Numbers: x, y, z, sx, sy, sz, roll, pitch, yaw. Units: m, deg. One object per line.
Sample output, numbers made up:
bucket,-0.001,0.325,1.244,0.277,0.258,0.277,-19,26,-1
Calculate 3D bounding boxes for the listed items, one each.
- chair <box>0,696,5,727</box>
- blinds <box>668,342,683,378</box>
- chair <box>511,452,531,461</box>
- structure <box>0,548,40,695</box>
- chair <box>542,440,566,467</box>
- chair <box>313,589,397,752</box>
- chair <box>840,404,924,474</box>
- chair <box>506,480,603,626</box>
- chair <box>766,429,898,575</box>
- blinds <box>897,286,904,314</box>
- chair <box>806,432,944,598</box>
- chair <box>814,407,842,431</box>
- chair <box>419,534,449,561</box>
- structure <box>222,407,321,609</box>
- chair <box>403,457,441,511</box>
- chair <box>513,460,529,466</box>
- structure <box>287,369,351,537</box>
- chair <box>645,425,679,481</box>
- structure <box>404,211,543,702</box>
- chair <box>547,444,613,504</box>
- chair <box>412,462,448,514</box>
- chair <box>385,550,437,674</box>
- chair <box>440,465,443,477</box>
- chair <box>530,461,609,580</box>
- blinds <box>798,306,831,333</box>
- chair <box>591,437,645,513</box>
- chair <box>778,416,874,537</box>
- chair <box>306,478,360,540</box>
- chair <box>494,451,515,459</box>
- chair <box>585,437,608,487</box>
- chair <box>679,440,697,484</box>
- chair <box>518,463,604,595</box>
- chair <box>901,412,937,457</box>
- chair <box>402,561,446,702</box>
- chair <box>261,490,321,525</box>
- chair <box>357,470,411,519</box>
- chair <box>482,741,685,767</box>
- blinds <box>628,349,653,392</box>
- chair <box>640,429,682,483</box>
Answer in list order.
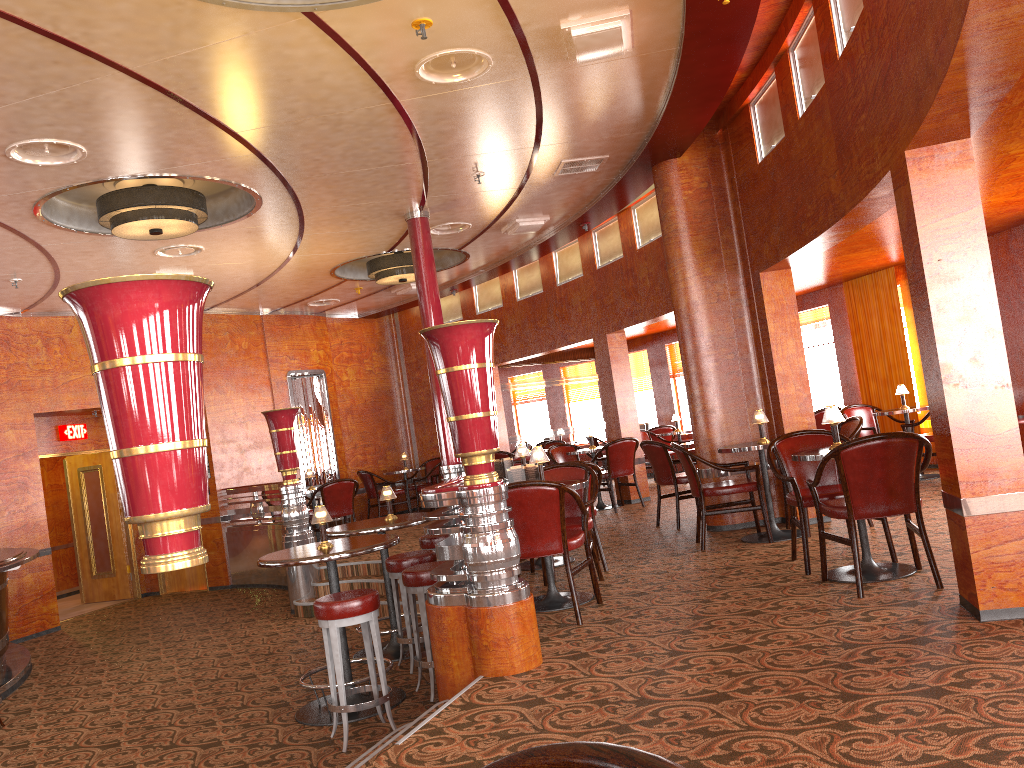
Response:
chair,-3.582,1.956,5.847,0.350,0.755,0.350,-7,-2,-28
blinds,2.712,-0.401,13.605,0.057,0.539,0.804,-7,-3,-33
chair,-0.014,1.206,10.090,0.587,0.816,0.616,-6,-3,-44
structure,-5.519,2.064,5.279,3.209,1.047,7.809,-9,-3,21
chair,0.547,1.288,13.432,0.588,0.816,0.615,-10,-3,41
chair,-0.832,1.498,4.712,0.350,0.755,0.350,-8,-2,-20
chair,3.896,0.603,9.460,0.587,0.816,0.616,-8,-2,-19
chair,0.159,0.934,5.047,0.588,0.816,0.615,-9,-2,11
chair,1.947,0.695,5.525,0.588,0.816,0.615,-8,-2,1
blinds,4.246,-0.907,10.210,0.057,0.312,0.804,-8,-3,-17
chair,1.923,0.658,4.687,0.588,0.816,0.615,-9,-2,6
chair,3.630,0.693,10.499,0.587,0.816,0.616,-8,-2,-19
chair,-0.519,1.568,7.071,0.350,0.755,0.350,-10,-3,37
structure,-2.742,1.404,10.171,0.623,2.023,3.173,-7,-3,-29
chair,-1.250,1.558,13.577,0.588,0.816,0.615,-10,-3,31
chair,0.087,1.072,7.652,0.587,0.816,0.616,-8,-2,-9
structure,-2.760,0.957,12.661,0.557,2.353,0.811,-10,-3,42
chair,2.242,1.046,13.562,0.587,0.816,0.616,-8,-2,-12
structure,-0.451,0.074,6.199,0.549,3.603,4.356,-8,-2,-5
chair,0.805,1.127,10.918,0.587,0.816,0.616,-7,-3,-34
chair,-1.026,1.491,12.863,0.616,0.816,0.587,-10,-3,36
chair,-0.642,1.535,6.044,0.350,0.755,0.350,-7,-2,-28
chair,-0.526,1.321,10.894,0.587,0.816,0.616,-7,-3,-29
chair,0.394,0.970,6.498,0.587,0.816,0.616,-8,-2,-9
blinds,3.832,-0.816,11.392,0.057,0.258,0.804,-8,-3,-22
chair,1.174,1.035,10.139,0.587,0.816,0.616,-7,-3,-29
chair,2.409,0.689,6.768,0.615,0.816,0.588,-8,-2,1
chair,-2.052,1.514,10.274,0.587,0.816,0.616,-7,-3,-34
chair,0.003,1.333,12.716,0.588,0.816,0.615,-10,-3,41
chair,1.523,1.173,13.991,0.615,0.816,0.588,-8,-2,-12
chair,2.718,0.908,12.172,0.587,0.816,0.616,-6,-3,-44
chair,0.307,0.952,5.868,0.588,0.816,0.615,-9,-2,16
chair,4.235,0.512,8.630,0.587,0.816,0.616,-8,-2,-19
chair,-0.444,1.473,5.353,0.350,0.755,0.350,-7,-2,-28
chair,-2.800,1.671,11.236,0.616,0.816,0.587,-10,-3,41
chair,-1.896,1.622,12.946,0.615,0.816,0.588,-7,-3,-34
chair,-0.072,0.749,0.595,0.615,0.816,0.588,-7,-3,-29
blinds,2.001,-0.186,14.620,0.050,0.661,0.804,-7,-3,-38
chair,2.063,1.034,12.778,0.587,0.816,0.616,-6,-3,-44
